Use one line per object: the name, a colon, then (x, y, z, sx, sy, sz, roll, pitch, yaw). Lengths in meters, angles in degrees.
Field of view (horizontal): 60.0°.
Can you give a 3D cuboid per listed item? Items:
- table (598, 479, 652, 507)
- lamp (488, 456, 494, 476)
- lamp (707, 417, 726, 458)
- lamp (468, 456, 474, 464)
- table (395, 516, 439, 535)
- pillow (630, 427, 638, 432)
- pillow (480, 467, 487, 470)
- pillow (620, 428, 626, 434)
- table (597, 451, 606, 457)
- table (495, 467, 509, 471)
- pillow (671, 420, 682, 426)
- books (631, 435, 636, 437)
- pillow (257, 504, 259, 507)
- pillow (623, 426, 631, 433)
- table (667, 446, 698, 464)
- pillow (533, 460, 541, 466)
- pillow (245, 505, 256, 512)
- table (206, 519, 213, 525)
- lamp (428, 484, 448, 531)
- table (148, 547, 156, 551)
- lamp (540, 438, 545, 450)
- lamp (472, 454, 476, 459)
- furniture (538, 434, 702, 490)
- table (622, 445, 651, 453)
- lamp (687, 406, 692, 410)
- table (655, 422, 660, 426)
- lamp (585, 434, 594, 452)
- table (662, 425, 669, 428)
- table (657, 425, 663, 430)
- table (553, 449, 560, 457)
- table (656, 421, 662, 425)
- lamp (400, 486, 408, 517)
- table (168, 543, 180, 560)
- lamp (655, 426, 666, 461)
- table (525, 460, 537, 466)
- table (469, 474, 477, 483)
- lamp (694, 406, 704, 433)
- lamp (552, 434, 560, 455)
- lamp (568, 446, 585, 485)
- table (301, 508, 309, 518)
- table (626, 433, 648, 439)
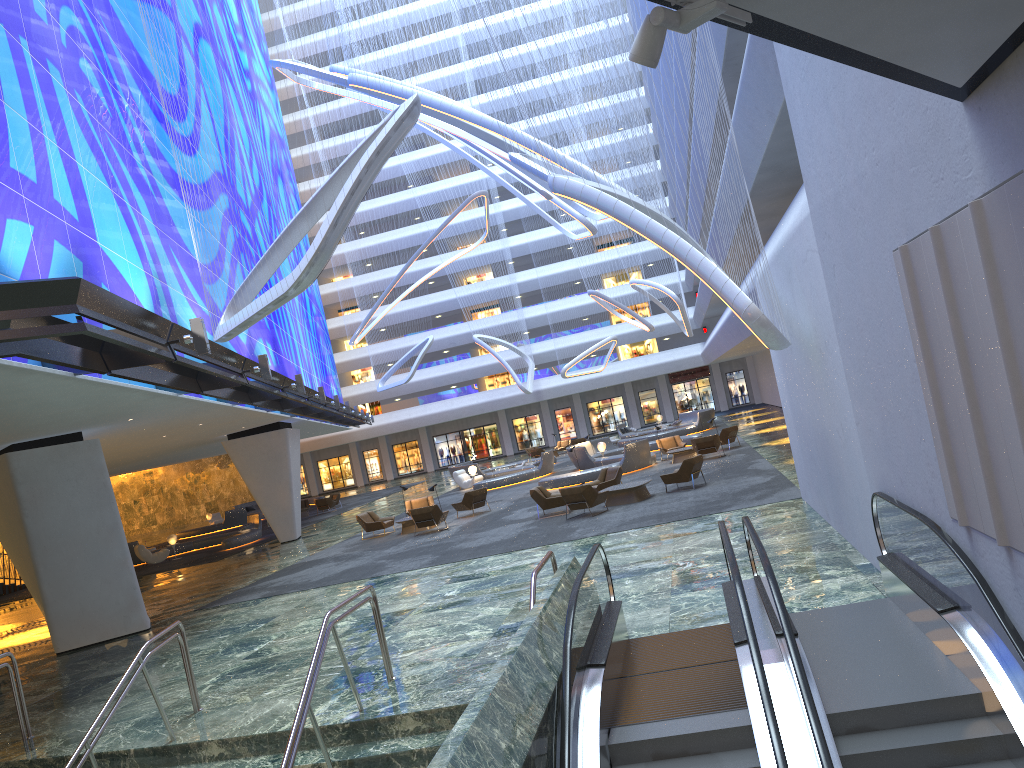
table: (2.839, 2.709, 21.919, 1.207, 0.392, 1.200, -13, -2, 29)
lamp: (-0.839, 3.681, 37.763, 0.201, 1.300, 0.385, -12, -1, -14)
lamp: (6.558, 1.713, 28.466, 0.385, 1.300, 0.201, -12, 0, 28)
lamp: (-1.885, 4.122, 43.113, 0.384, 1.300, 0.202, -12, 0, 4)
table: (-2.730, 4.071, 25.957, 1.204, 0.392, 1.202, -13, -2, 11)
pillow: (7.005, 2.681, 51.887, 0.682, 0.280, 0.877, -10, -3, -42)
pillow: (-1.543, 4.267, 44.559, 0.442, 0.207, 0.446, -11, -2, -28)
pillow: (6.532, 2.704, 51.646, 0.296, 0.368, 0.767, -13, -2, 23)
table: (3.589, 2.951, 34.798, 0.418, 0.595, 0.427, -12, -1, 10)
table: (-0.444, 4.252, 42.659, 0.675, 0.406, 0.669, -13, -2, 30)
pillow: (8.895, 2.088, 47.866, 0.690, 0.262, 0.880, -11, -2, -27)
books: (6.488, 2.704, 46.673, 0.396, 0.039, 0.300, -13, -2, 25)
pillow: (-15.756, 7.692, 56.278, 0.772, 0.366, 0.318, -11, -2, -38)
pillow: (6.733, 2.636, 51.640, 0.316, 0.386, 0.783, -13, -2, 26)
table: (5.867, 2.383, 29.987, 1.204, 0.392, 1.202, -13, -2, 10)
pillow: (1.324, 3.296, 37.394, 0.694, 0.262, 0.876, -13, -2, 19)
pillow: (-16.417, 7.799, 55.492, 0.316, 0.386, 0.783, -13, -2, 27)
table: (-17.374, 8.120, 51.006, 0.418, 0.595, 0.427, -12, -1, 10)
lamp: (-2.039, 3.401, 24.436, 0.385, 1.300, 0.201, -12, 0, 28)
table: (-15.872, 7.424, 38.942, 0.671, 0.406, 0.674, -12, -2, -2)
lamp: (1.739, 3.558, 48.467, 0.201, 1.300, 0.385, -12, -1, -27)
lamp: (-1.865, 4.215, 45.526, 0.201, 1.300, 0.385, -12, -1, -35)
furniture: (3.744, 2.674, 33.803, 5.201, 0.969, 9.903, -13, -3, 27)
table: (5.033, 2.788, 35.578, 1.204, 0.392, 1.202, -13, -2, 11)
lamp: (9.722, 1.812, 47.804, 0.384, 1.300, 0.201, -12, 0, 10)
table: (8.701, 2.551, 52.139, 0.416, 0.595, 0.429, -11, -1, -35)
lamp: (3.340, 2.773, 37.576, 0.385, 1.300, 0.201, -12, 0, 28)
table: (8.719, 2.605, 50.739, 0.671, 0.406, 0.673, -12, -2, 7)
table: (8.008, 2.509, 47.420, 0.418, 0.595, 0.427, -12, -1, 7)
table: (2.050, 4.020, 50.174, 1.199, 0.392, 1.208, -10, -3, -44)
table: (8.968, 2.552, 53.378, 0.417, 0.595, 0.428, -12, -1, -15)
lamp: (-3.282, 3.801, 27.699, 0.202, 1.300, 0.383, -12, -1, 27)
table: (-13.186, 6.558, 34.673, 0.428, 0.595, 0.417, -12, -1, 10)
lamp: (5.315, 2.112, 31.729, 0.202, 1.300, 0.383, -12, -1, 27)
table: (1.039, 3.932, 42.649, 0.671, 0.406, 0.673, -11, -2, -27)
table: (-1.626, 4.217, 38.328, 0.417, 0.595, 0.428, -12, -1, -15)
lamp: (9.241, 1.753, 43.774, 0.201, 1.300, 0.385, -12, -1, -30)
lamp: (2.561, 3.518, 51.869, 0.383, 1.300, 0.202, -12, 0, -28)
lamp: (2.129, 2.705, 29.418, 0.385, 1.300, 0.201, -12, 0, 28)
table: (-10.769, 6.554, 44.595, 1.200, 0.392, 1.207, -11, -2, -25)
table: (6.627, 2.893, 46.692, 1.204, 0.392, 1.202, -13, -2, 11)
